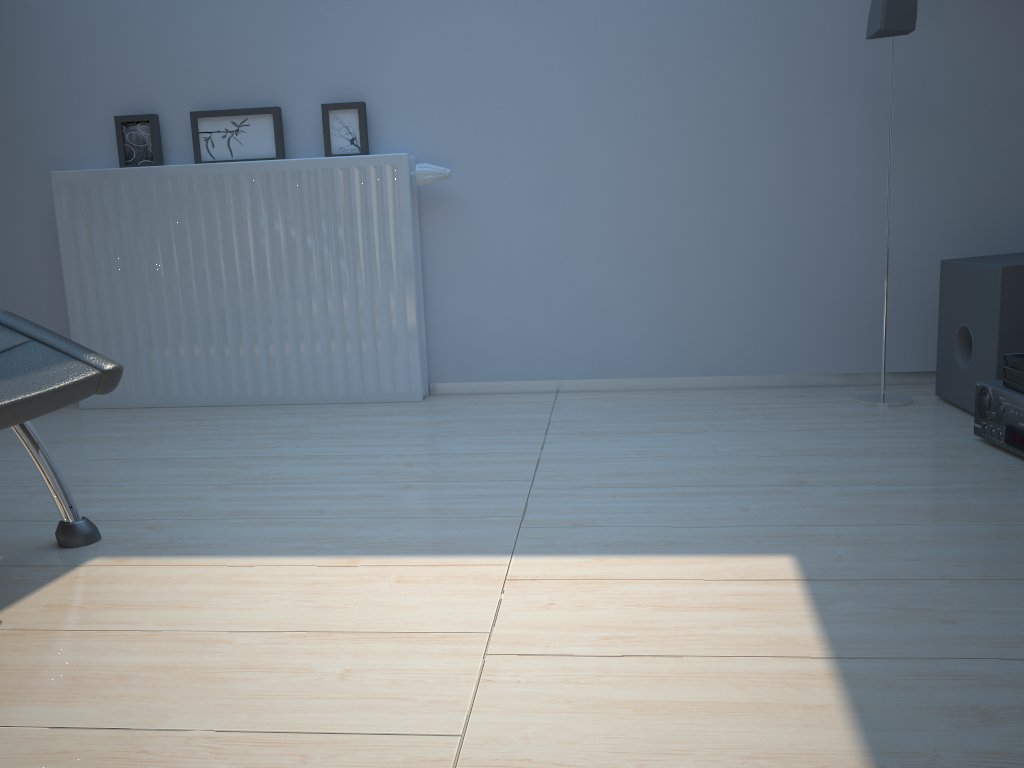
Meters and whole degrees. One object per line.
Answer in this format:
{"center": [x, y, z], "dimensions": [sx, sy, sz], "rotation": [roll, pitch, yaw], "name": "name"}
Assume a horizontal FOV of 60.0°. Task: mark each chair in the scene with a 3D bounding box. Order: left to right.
{"center": [-1.667, -0.236, 1.276], "dimensions": [1.938, 1.251, 0.836], "rotation": [-1, 10, 6], "name": "chair"}

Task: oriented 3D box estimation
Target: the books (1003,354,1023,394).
{"center": [-0.534, 0.348, 0.647], "dimensions": [4.790, 0.222, 1.045], "rotation": [-7, 11, -26], "name": "books"}

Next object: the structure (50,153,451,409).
{"center": [-0.841, -0.331, 2.971], "dimensions": [1.324, 0.800, 0.120], "rotation": [-1, 10, 6], "name": "structure"}

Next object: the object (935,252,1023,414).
{"center": [1.430, -0.146, 2.392], "dimensions": [0.401, 0.424, 0.400], "rotation": [-1, 10, 6], "name": "object"}

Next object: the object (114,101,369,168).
{"center": [-0.892, -0.810, 2.920], "dimensions": [0.846, 0.180, 0.030], "rotation": [-1, 10, 6], "name": "object"}

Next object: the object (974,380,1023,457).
{"center": [1.279, 0.092, 1.908], "dimensions": [0.358, 0.138, 0.450], "rotation": [-2, 10, 1], "name": "object"}

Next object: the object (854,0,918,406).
{"center": [1.078, -0.530, 2.537], "dimensions": [0.158, 1.181, 0.160], "rotation": [-1, 10, 6], "name": "object"}
